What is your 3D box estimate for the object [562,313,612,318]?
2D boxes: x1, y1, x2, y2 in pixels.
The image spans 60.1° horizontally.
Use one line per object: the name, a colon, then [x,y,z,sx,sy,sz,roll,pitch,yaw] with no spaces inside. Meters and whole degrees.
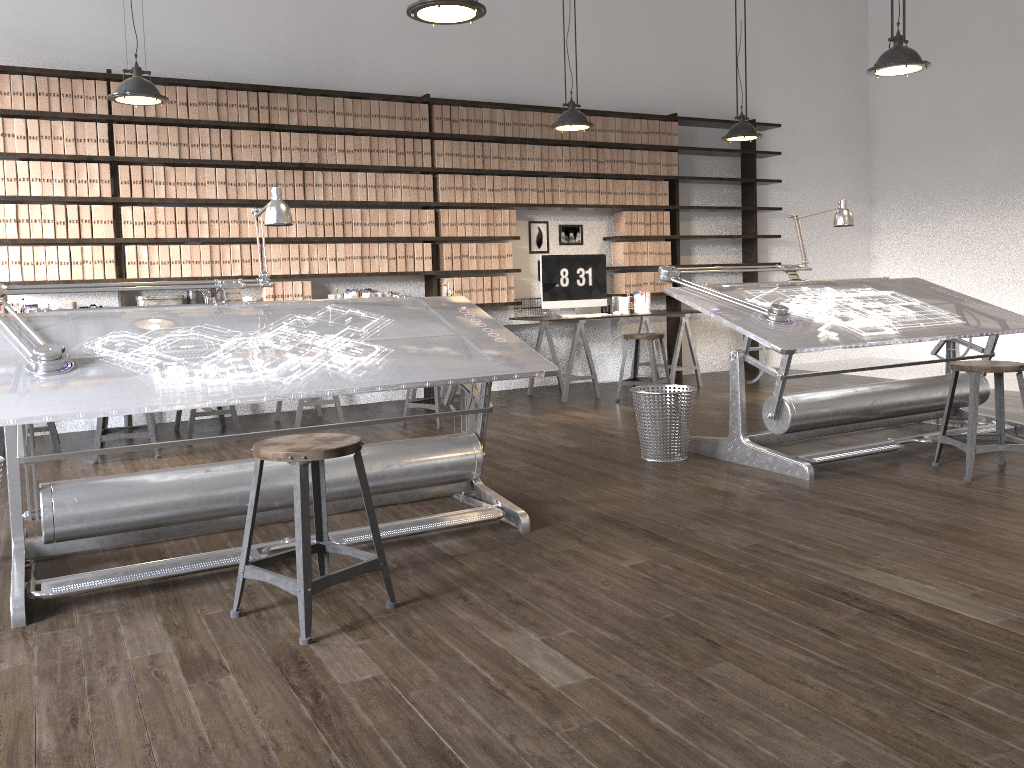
object: [0.625,-0.564,7.301,0.440,0.017,0.119,-6,8,-33]

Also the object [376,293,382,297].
object: [-1.055,-0.659,6.976,0.062,0.119,0.062,1,5,30]

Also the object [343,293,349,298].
object: [-1.282,-0.636,6.843,0.045,0.127,0.044,-4,5,-28]

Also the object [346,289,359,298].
object: [-1.242,-0.660,6.899,0.095,0.161,0.094,-5,5,-32]

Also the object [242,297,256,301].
object: [-1.925,-0.576,6.491,0.095,0.127,0.094,-4,5,-21]

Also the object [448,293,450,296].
object: [-0.493,-0.653,6.967,0.008,0.153,0.038,0,4,21]

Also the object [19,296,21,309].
object: [-3.103,-0.443,5.593,0.007,0.227,0.021,-3,4,-16]

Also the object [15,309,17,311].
object: [-3.112,-0.402,5.584,0.033,0.147,0.005,-4,4,-27]

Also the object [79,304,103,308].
object: [-2.843,-0.484,5.990,0.171,0.108,0.091,-5,6,-28]

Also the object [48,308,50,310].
object: [-3.086,-0.452,5.849,0.063,0.093,0.063,-6,6,-42]

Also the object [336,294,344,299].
object: [-1.321,-0.629,6.801,0.062,0.117,0.063,-1,5,13]

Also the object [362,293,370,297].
object: [-1.126,-0.643,6.859,0.062,0.119,0.062,1,5,30]

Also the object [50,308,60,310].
object: [-3.041,-0.459,5.898,0.062,0.094,0.062,-6,6,-42]

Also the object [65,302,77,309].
object: [-2.953,-0.471,5.966,0.236,0.161,0.107,1,5,27]

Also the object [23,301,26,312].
object: [-3.091,-0.429,5.590,0.055,0.192,0.006,-4,4,-29]

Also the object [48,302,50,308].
object: [-3.101,-0.480,5.923,0.029,0.133,0.004,-2,4,-6]

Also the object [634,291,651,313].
object: [1.137,-0.713,7.731,0.145,0.195,0.144,1,6,34]

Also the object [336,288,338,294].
object: [-1.341,-0.662,6.872,0.041,0.168,0.009,-4,4,-25]

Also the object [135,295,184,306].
object: [-2.476,-0.545,6.229,0.317,0.152,0.193,-5,6,-29]

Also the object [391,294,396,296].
object: [-0.942,-0.663,7.068,0.044,0.102,0.045,-5,5,-37]

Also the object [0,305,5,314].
object: [-3.327,-0.467,5.699,0.107,0.176,0.108,-4,5,-26]

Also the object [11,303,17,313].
object: [-3.106,-0.421,5.578,0.071,0.186,0.008,-4,4,-27]

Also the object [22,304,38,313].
object: [-3.205,-0.466,5.895,0.095,0.127,0.094,-2,5,2]

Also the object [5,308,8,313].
object: [-3.346,-0.466,5.843,0.071,0.128,0.072,0,5,19]

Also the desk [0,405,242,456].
desk: [-2.564,0.059,5.751,1.671,0.667,0.657,-5,6,-28]

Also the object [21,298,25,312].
object: [-3.088,-0.433,5.575,0.055,0.213,0.007,-1,4,7]

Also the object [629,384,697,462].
object: [0.812,0.211,4.746,0.353,0.376,0.354,-2,5,-7]

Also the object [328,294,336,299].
object: [-1.385,-0.630,6.821,0.062,0.119,0.062,-1,4,13]

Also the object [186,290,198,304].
object: [-2.312,-0.583,6.415,0.079,0.187,0.079,2,6,41]

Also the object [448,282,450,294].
object: [-0.495,-0.689,6.989,0.007,0.227,0.020,-2,4,3]

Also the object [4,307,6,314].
object: [-3.332,-0.459,5.779,0.050,0.139,0.051,-4,5,-30]

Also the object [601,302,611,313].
object: [0.823,-0.686,7.774,0.092,0.142,0.097,2,6,41]

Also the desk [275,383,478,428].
desk: [-1.011,-0.087,6.583,1.671,0.667,0.657,-5,6,-28]

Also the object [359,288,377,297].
object: [-1.134,-0.672,6.969,0.094,0.161,0.206,-4,6,-26]

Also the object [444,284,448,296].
object: [-0.505,-0.678,6.968,0.055,0.213,0.007,-3,4,-22]

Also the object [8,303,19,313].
object: [-3.271,-0.465,5.814,0.070,0.130,0.070,-1,4,10]

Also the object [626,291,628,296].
object: [1.039,-0.735,7.846,0.055,0.179,0.007,2,5,44]

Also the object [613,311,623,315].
object: [0.892,-0.599,7.459,0.059,0.028,0.106,-6,7,-31]

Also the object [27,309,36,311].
object: [-3.139,-0.445,5.804,0.062,0.094,0.062,-6,6,-42]

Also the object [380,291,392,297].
object: [-1.005,-0.677,7.097,0.094,0.129,0.095,-6,6,-41]

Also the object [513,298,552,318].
object: [0.172,-0.636,7.410,0.284,0.160,0.204,-6,7,-36]

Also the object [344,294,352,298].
object: [-1.252,-0.631,6.788,0.062,0.119,0.062,0,5,22]

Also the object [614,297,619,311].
object: [0.950,-0.693,7.783,0.097,0.142,0.096,-3,5,-11]

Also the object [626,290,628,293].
object: [1.034,-0.735,7.860,0.045,0.204,0.007,2,5,43]

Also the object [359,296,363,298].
object: [-1.170,-0.637,6.935,0.054,0.101,0.054,-3,4,-11]

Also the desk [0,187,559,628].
desk: [-1.066,-0.076,3.391,2.283,1.382,1.079,-5,6,-28]

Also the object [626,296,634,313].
object: [1.033,-0.693,7.753,0.068,0.154,0.068,2,5,38]

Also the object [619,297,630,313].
object: [0.975,-0.682,7.678,0.094,0.144,0.095,-2,5,-2]

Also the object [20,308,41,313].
object: [-3.113,-0.413,5.719,0.077,0.145,0.346,-2,6,-6]

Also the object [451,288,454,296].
object: [-0.487,-0.667,6.975,0.071,0.185,0.008,-1,4,14]

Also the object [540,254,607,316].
object: [0.511,-0.836,7.515,0.644,0.516,0.205,-5,5,-28]

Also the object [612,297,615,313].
object: [0.939,-0.705,7.884,0.094,0.144,0.095,-3,5,-11]

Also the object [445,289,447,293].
object: [-0.504,-0.668,6.984,0.053,0.181,0.006,-1,4,15]

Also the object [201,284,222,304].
object: [-2.152,-0.636,6.411,0.182,0.271,0.156,-6,6,-44]

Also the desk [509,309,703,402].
desk: [0.873,-0.265,7.592,1.671,0.667,0.657,-5,6,-28]
